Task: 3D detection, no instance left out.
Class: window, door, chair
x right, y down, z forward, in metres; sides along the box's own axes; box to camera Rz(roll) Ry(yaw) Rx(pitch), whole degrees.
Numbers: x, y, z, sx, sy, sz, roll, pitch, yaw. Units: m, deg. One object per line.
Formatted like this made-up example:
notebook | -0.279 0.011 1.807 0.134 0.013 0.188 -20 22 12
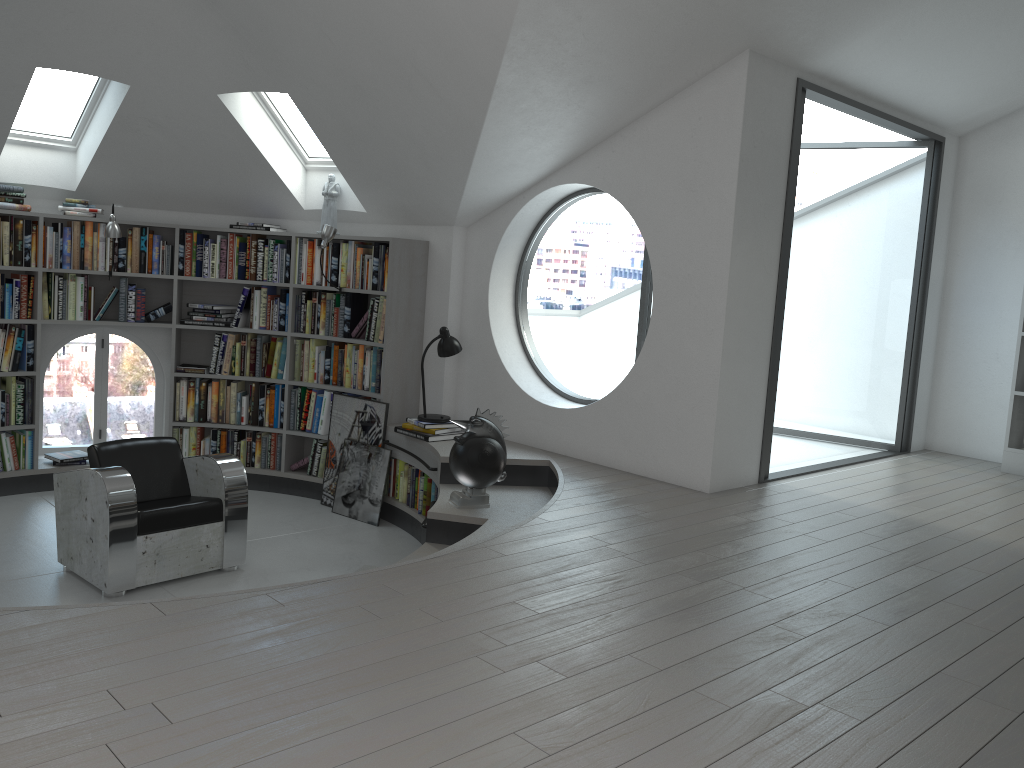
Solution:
window | -2.846 -1.960 5.798 4.057 0.711 1.937 -3 9 -43
window | 0.561 -0.592 6.021 0.104 1.466 1.474 -1 8 -43
door | 1.284 -0.653 5.742 0.080 2.340 1.054 -1 7 -43
chair | -2.099 0.720 5.158 0.743 0.717 0.823 9 8 41
window | -3.954 0.116 6.256 0.618 1.147 3.235 7 8 32
door | 2.623 -0.709 6.979 1.053 2.340 0.080 7 6 31

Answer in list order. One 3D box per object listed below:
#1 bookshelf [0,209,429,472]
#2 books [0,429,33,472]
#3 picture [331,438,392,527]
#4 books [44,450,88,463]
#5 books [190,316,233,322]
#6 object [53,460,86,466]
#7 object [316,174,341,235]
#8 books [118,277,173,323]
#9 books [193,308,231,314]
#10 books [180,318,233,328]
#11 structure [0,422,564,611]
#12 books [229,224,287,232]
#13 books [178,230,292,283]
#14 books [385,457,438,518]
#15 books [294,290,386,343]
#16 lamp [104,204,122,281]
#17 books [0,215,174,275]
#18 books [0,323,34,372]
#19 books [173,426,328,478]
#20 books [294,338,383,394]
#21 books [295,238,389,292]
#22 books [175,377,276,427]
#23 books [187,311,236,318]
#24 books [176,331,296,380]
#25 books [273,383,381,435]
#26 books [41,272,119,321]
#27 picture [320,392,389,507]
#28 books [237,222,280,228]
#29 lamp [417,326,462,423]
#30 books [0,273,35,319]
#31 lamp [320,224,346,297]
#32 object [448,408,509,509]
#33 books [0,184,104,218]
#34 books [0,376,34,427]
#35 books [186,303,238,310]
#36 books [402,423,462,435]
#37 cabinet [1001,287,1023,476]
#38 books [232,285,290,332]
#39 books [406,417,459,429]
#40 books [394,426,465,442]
bookshelf | -2.967 -0.204 5.957 4.334 1.875 2.114 -2 9 -43
books | -3.894 0.494 6.245 0.288 0.305 1.020 8 8 31
picture | -1.099 0.713 6.465 0.490 0.554 0.107 8 7 36
books | -3.412 0.559 6.838 0.253 0.029 0.269 9 9 36
books | -2.409 -0.528 7.117 0.285 0.031 0.270 3 7 -9
object | -3.414 0.589 6.841 0.226 0.036 0.214 1 8 -27
object | -1.406 -1.383 6.839 0.179 0.471 0.179 0 7 -35
books | -2.855 -0.652 6.935 0.399 0.340 0.225 1 6 -24
books | -2.404 -0.590 7.111 0.226 0.036 0.214 5 7 6
books | -2.411 -0.496 7.120 0.388 0.042 0.367 4 7 -4
structure | -2.077 0.742 5.034 4.709 0.691 4.723 4 7 1
books | -2.020 -1.234 7.063 0.336 0.036 0.317 5 7 9
books | -2.171 -1.011 7.025 0.969 0.366 0.307 4 6 0
books | -0.582 0.736 6.141 0.272 0.297 1.151 1 8 -29
books | -1.234 -0.529 6.811 1.054 0.357 0.280 8 7 32
lamp | -2.973 -1.042 6.539 0.113 0.565 0.358 0 7 -37
books | -3.316 -1.036 6.585 1.566 0.366 0.395 -1 8 -38
books | -3.842 -0.250 6.182 0.298 0.350 0.999 7 7 30
books | -2.014 0.517 7.106 1.497 0.310 0.360 5 6 8
books | -1.252 -0.148 6.848 1.022 0.347 0.276 8 7 31
books | -1.217 -0.912 6.783 1.015 0.361 0.293 8 7 28
books | -2.269 0.130 7.126 0.872 0.350 0.273 4 6 -2
books | -2.407 -0.559 7.114 0.286 0.031 0.270 5 7 6
books | -2.157 -0.242 7.083 0.973 0.351 0.252 4 6 -1
books | -1.346 0.223 6.904 1.185 0.358 0.304 7 7 27
books | -3.798 -0.589 5.902 0.591 0.370 2.533 7 8 27
picture | -1.178 0.529 6.610 0.579 0.861 0.090 8 7 36
books | -2.018 -1.262 7.061 0.247 0.027 0.233 6 7 19
lamp | -0.501 -0.071 6.172 0.322 0.658 0.234 1 6 -28
books | -3.851 -0.631 6.169 0.301 0.358 1.029 8 8 32
lamp | -1.309 -0.911 6.582 0.112 0.524 0.275 8 7 37
object | -0.196 0.414 5.062 0.321 0.561 0.320 6 6 19
books | -3.788 -1.242 5.525 0.748 0.173 2.820 6 7 17
books | -3.863 0.132 6.229 0.293 0.356 1.033 8 8 31
books | -2.402 -0.621 7.108 0.286 0.031 0.269 7 8 26
books | -0.557 0.302 6.186 0.305 0.034 0.286 9 8 36
cabinet | 3.908 -0.323 6.132 0.361 1.984 0.643 -1 7 -44
books | -1.935 -0.610 7.078 0.553 0.350 0.256 4 6 3
books | -0.555 0.270 6.183 0.269 0.031 0.286 -1 8 -33
books | -0.560 0.338 6.189 0.365 0.042 0.389 -3 9 -43
